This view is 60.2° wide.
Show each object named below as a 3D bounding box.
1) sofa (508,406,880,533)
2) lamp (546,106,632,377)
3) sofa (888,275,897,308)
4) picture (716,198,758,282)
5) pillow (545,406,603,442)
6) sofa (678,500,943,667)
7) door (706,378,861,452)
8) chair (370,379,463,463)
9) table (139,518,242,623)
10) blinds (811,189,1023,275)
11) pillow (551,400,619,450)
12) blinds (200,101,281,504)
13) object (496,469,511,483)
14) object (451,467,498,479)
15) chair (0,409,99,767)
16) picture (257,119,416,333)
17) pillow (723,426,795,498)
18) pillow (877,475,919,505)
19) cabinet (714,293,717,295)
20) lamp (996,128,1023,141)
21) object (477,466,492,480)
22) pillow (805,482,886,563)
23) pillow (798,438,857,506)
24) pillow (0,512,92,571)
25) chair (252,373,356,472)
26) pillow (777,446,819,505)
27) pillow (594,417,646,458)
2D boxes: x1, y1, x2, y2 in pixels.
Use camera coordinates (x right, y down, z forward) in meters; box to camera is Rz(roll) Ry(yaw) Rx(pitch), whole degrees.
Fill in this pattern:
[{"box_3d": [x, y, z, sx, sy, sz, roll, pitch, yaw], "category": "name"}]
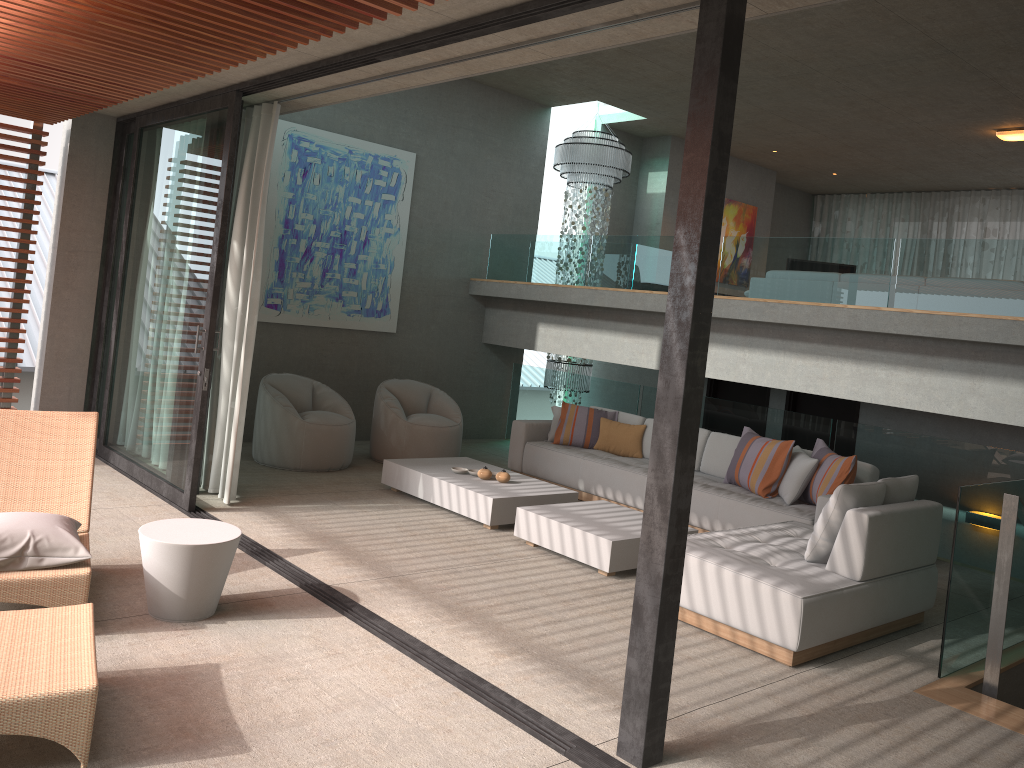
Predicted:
[{"box_3d": [1.492, 0.771, 7.652, 1.045, 0.752, 3.480, 4, 5, -42], "category": "sofa"}, {"box_3d": [0.906, -1.678, 11.443, 1.003, 3.939, 0.996, 6, 0, 28], "category": "lamp"}, {"box_3d": [3.973, -0.679, 9.213, 0.970, 0.863, 3.266, 4, 5, -42], "category": "sofa"}, {"box_3d": [3.072, -2.143, 13.106, 1.744, 1.250, 0.030, 4, 2, -42], "category": "picture"}, {"box_3d": [0.624, 0.433, 8.727, 0.617, 0.420, 0.312, 6, 1, -5], "category": "pillow"}, {"box_3d": [1.684, 0.997, 5.217, 1.590, 0.732, 1.018, 3, 4, -42], "category": "sofa"}, {"box_3d": [2.277, 0.936, 2.290, 5.792, 4.470, 15.311, 7, 4, 20], "category": "door"}, {"box_3d": [-0.952, 0.391, 8.965, 0.920, 0.787, 0.924, 6, 3, -18], "category": "chair"}, {"box_3d": [-1.581, 0.908, 4.296, 0.477, 0.393, 0.474, 8, 3, 30], "category": "table"}, {"box_3d": [6.460, -1.743, 14.267, 0.222, 2.728, 3.870, 7, 2, -42], "category": "blinds"}, {"box_3d": [0.710, 0.415, 8.548, 0.655, 0.442, 0.341, 7, 2, 2], "category": "pillow"}, {"box_3d": [-2.610, -0.748, 7.268, 0.222, 2.924, 2.438, 7, 1, -42], "category": "blinds"}, {"box_3d": [-0.070, 0.733, 7.058, 0.119, 0.106, 0.120, 6, 2, -7], "category": "object"}, {"box_3d": [-0.283, 0.730, 7.219, 0.437, 0.040, 0.155, 7, 4, 4], "category": "object"}, {"box_3d": [-2.120, 0.678, 3.679, 0.698, 0.826, 2.307, 6, 4, -27], "category": "chair"}, {"box_3d": [-1.851, -1.628, 9.471, 1.713, 2.049, 0.030, 5, 1, -42], "category": "picture"}, {"box_3d": [1.979, 0.638, 7.157, 0.310, 0.494, 0.740, 6, 3, -19], "category": "pillow"}, {"box_3d": [2.278, 0.797, 5.394, 0.490, 0.498, 0.239, 5, 2, -41], "category": "pillow"}, {"box_3d": [2.748, -1.180, 13.341, 2.462, 0.453, 0.417, 3, 4, -42], "category": "cabinet"}, {"box_3d": [5.725, -2.833, 10.055, 0.299, 0.092, 0.302, 3, 6, -42], "category": "lamp"}, {"box_3d": [-0.218, 0.713, 7.101, 0.119, 0.106, 0.120, 5, 3, -37], "category": "object"}, {"box_3d": [1.918, 0.793, 5.076, 0.490, 0.483, 0.267, 5, 2, -41], "category": "pillow"}, {"box_3d": [2.400, 0.709, 6.703, 0.279, 0.504, 0.698, 6, 3, 1], "category": "pillow"}, {"box_3d": [-2.245, 0.696, 3.996, 0.593, 0.194, 0.597, 4, 5, -30], "category": "pillow"}, {"box_3d": [-1.913, 0.341, 8.231, 0.919, 0.787, 0.925, 4, 3, -38], "category": "chair"}, {"box_3d": [2.209, 0.709, 6.934, 0.239, 0.405, 0.595, 6, 3, 1], "category": "pillow"}, {"box_3d": [1.025, 0.511, 8.370, 0.464, 0.325, 0.226, 7, 1, 11], "category": "pillow"}]
